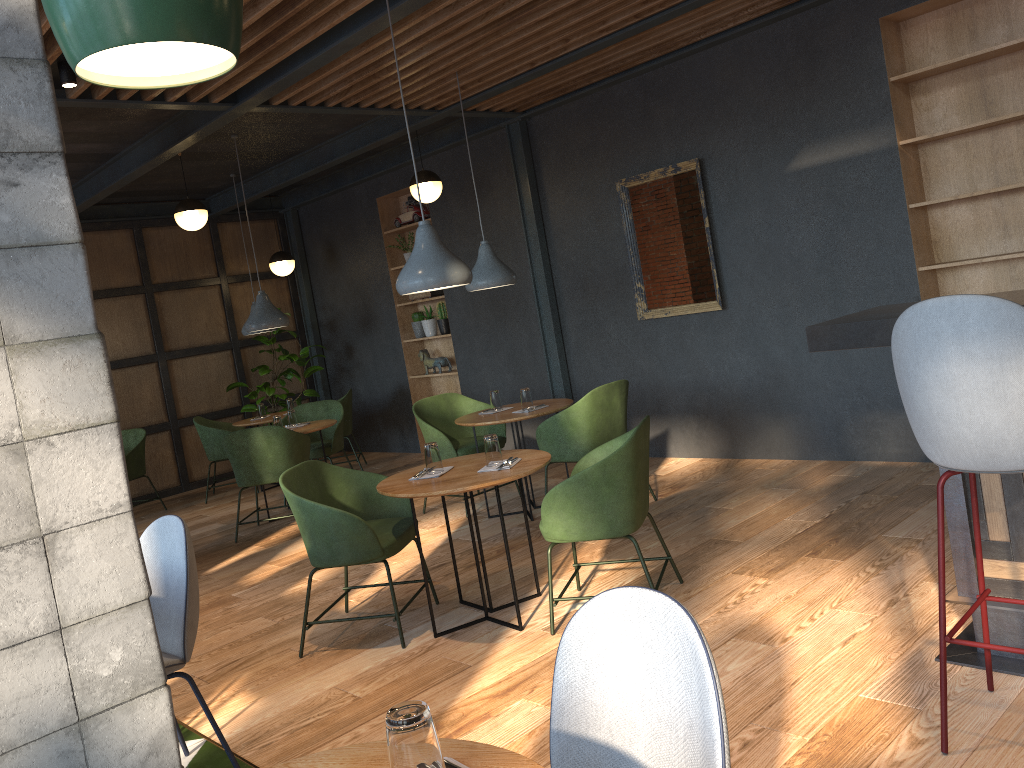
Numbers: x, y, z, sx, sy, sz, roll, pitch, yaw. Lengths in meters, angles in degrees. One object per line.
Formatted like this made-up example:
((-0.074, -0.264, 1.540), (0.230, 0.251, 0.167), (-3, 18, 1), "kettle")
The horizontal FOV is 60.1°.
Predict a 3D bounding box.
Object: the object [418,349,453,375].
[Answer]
((-0.790, -0.239, 9.078), (0.151, 0.257, 0.520), (-13, 5, -43), "object")

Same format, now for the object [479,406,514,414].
((-0.102, 0.175, 6.082), (0.244, 0.019, 0.157), (-15, 7, -43), "object")

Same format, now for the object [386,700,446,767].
((-0.130, 0.507, 1.198), (0.080, 0.138, 0.080), (-9, 3, 16), "object")

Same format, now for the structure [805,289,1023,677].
((3.690, -0.088, 1.934), (2.932, 1.393, 4.908), (-14, 7, -42), "structure")

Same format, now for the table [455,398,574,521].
((0.071, 0.515, 5.959), (0.806, 0.685, 0.810), (-9, 4, 7), "table")

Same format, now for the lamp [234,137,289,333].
((-2.355, -2.650, 7.080), (0.353, 4.481, 0.353), (-10, 3, -7), "lamp")

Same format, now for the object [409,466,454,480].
((-0.369, 0.405, 4.107), (0.157, 0.019, 0.244), (-8, 5, 17), "object")

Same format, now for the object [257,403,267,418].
((-2.489, 0.263, 8.804), (0.080, 0.138, 0.080), (-8, 4, 25), "object")

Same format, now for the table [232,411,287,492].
((-2.303, 0.657, 8.805), (0.811, 0.685, 0.805), (-13, 6, -42), "table")

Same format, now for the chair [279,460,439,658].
((-0.718, 0.752, 4.151), (0.514, 0.817, 0.641), (-9, 4, 13), "chair")

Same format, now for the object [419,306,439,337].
((-0.849, -0.647, 9.030), (0.214, 0.329, 0.232), (-12, 4, -37), "object")

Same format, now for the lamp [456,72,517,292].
((-0.511, -2.848, 5.818), (0.353, 4.481, 0.353), (-10, 3, -7), "lamp")

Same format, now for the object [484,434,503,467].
((-0.088, 0.299, 4.009), (0.080, 0.138, 0.080), (-8, 4, 30), "object")

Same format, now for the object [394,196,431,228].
((-1.007, -1.758, 8.984), (0.205, 0.284, 0.515), (-13, 6, -42), "object")

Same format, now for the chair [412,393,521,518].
((-0.346, 0.478, 6.409), (0.642, 0.817, 0.513), (-13, 5, -42), "chair")

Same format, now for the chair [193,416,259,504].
((-2.796, 0.680, 8.739), (0.516, 0.817, 0.639), (-10, 4, -11), "chair")

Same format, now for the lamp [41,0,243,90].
((-0.585, -1.365, 0.995), (0.225, 2.017, 0.223), (-12, 3, -39), "lamp")

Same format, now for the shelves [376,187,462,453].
((-0.799, -0.643, 9.052), (0.286, 2.700, 0.834), (-12, 4, -42), "shelves")

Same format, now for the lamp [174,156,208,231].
((-2.990, -3.151, 7.358), (0.267, 3.786, 0.269), (-8, 3, 27), "lamp")

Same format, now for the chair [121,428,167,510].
((-3.710, 0.875, 8.331), (0.637, 0.817, 0.517), (-8, 4, 23), "chair")

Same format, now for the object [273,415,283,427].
((-1.872, 0.318, 7.080), (0.080, 0.138, 0.080), (-10, 3, -5), "object")

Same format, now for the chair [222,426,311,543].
((-1.833, 0.701, 6.749), (0.638, 0.817, 0.516), (-10, 3, 3), "chair")

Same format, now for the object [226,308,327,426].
((-2.471, 0.049, 9.602), (1.061, 1.791, 0.720), (-12, 4, -32), "object")

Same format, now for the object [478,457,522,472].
((-0.058, 0.362, 3.994), (0.157, 0.019, 0.244), (-8, 5, 17), "object")

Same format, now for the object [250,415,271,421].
((-2.501, 0.331, 8.820), (0.157, 0.019, 0.243), (-9, 5, 2), "object")

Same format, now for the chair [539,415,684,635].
((0.402, 0.586, 3.877), (0.514, 0.817, 0.641), (-9, 4, 18), "chair")

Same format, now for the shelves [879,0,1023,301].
((2.794, -0.891, 5.117), (0.286, 2.700, 0.834), (-12, 4, -42), "shelves")

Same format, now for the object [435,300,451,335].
((-0.688, -0.669, 8.854), (0.144, 0.349, 0.143), (-11, 3, -25), "object")

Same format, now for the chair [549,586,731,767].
((0.127, 0.830, 1.394), (0.510, 0.885, 0.417), (-12, 4, -36), "chair")

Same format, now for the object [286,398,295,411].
((-2.206, 0.214, 8.807), (0.080, 0.138, 0.080), (-12, 4, -35), "object")

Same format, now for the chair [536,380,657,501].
((0.493, 0.410, 5.606), (0.513, 0.817, 0.642), (-7, 5, 43), "chair")

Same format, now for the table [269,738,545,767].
((-0.184, 0.981, 1.101), (0.702, 0.745, 0.698), (-12, 4, -32), "table")

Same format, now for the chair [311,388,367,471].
((-1.788, 0.496, 8.864), (0.515, 0.817, 0.640), (-10, 4, -6), "chair")

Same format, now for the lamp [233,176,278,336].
((-2.865, -2.711, 8.668), (0.353, 4.481, 0.353), (-10, 3, -7), "lamp")

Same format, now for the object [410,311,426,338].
((-0.964, -0.627, 9.213), (0.189, 0.294, 0.174), (-8, 3, 22), "object")

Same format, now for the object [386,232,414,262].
((-1.023, -1.397, 9.033), (0.535, 0.328, 0.175), (-7, 4, 27), "object")

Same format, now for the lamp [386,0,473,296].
((-0.725, -2.636, 3.940), (0.353, 4.481, 0.353), (-10, 3, -7), "lamp")

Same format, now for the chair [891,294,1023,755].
((1.348, 0.348, 2.386), (0.510, 1.240, 0.417), (-12, 4, -42), "chair")

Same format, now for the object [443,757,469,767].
((-0.088, 0.567, 1.198), (0.158, 0.019, 0.242), (-14, 7, -37), "object")

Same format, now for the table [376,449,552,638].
((-0.161, 0.731, 4.068), (0.809, 0.685, 0.808), (-11, 4, -12), "table")

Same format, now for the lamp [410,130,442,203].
((-1.006, -3.359, 7.234), (0.267, 3.786, 0.269), (-9, 3, 20), "lamp")

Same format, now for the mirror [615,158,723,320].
((1.165, -1.050, 6.574), (0.061, 1.083, 0.766), (-12, 4, -42), "mirror")

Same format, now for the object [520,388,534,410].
((0.094, 0.096, 5.849), (0.080, 0.138, 0.080), (-9, 3, 10), "object")

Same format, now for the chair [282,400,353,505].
((-1.729, 0.588, 7.773), (0.638, 0.817, 0.517), (-9, 3, 8), "chair")

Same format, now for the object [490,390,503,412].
((-0.112, 0.113, 6.048), (0.080, 0.138, 0.080), (-9, 3, 10), "object")

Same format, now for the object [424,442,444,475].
((-0.364, 0.340, 4.077), (0.080, 0.138, 0.080), (-8, 4, 30), "object")

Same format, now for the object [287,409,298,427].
((-1.829, 0.284, 7.364), (0.080, 0.138, 0.080), (-10, 3, -5), "object")

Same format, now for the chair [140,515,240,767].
((-1.238, 0.925, 2.873), (0.417, 0.885, 0.510), (-7, 4, 44), "chair")

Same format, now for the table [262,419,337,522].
((-1.775, 0.712, 7.242), (0.807, 0.685, 0.809), (-10, 4, -1), "table")

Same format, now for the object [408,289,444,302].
((-0.893, -0.987, 9.066), (0.339, 0.241, 0.200), (-6, 5, 43), "object")

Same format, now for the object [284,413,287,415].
((-2.172, 0.277, 8.788), (0.157, 0.019, 0.243), (-9, 5, 2), "object")

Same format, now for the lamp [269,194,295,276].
((-2.762, -3.021, 9.421), (0.268, 3.786, 0.269), (-10, 3, 1), "lamp")

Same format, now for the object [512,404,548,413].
((0.113, 0.162, 5.827), (0.244, 0.019, 0.157), (-15, 7, -43), "object")

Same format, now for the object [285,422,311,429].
((-1.793, 0.343, 7.386), (0.242, 0.019, 0.158), (-9, 5, 12), "object")
